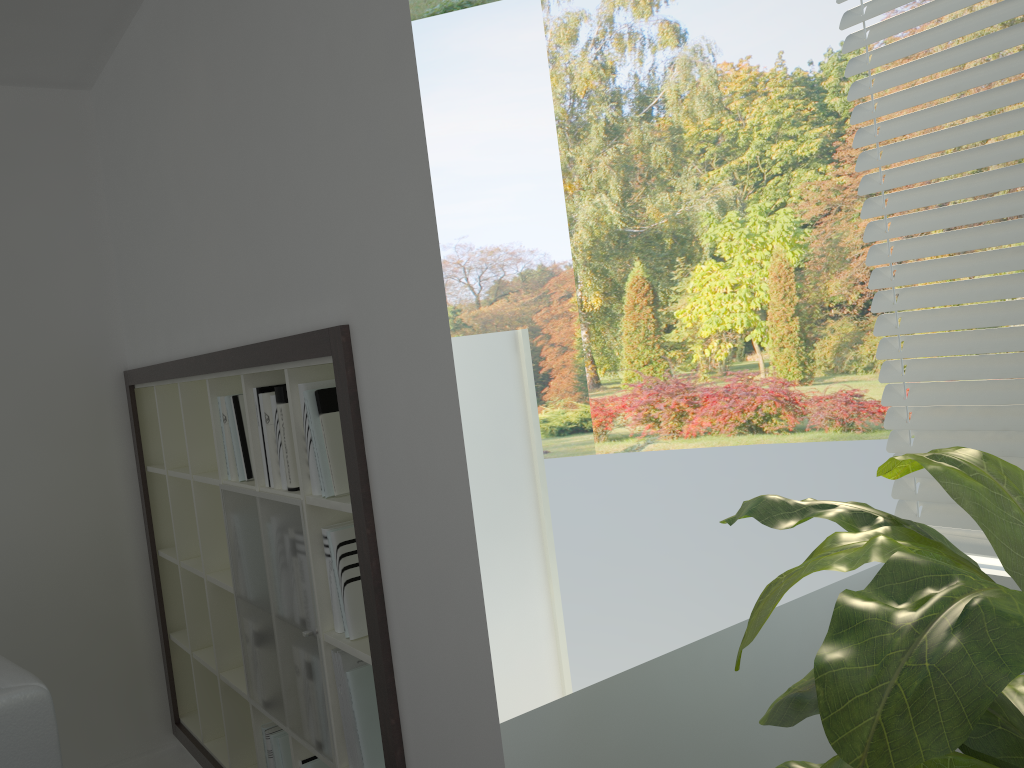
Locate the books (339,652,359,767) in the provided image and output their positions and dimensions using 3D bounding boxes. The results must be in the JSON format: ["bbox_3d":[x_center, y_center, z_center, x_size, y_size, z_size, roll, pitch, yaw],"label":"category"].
[{"bbox_3d":[-0.309,0.791,2.208,0.212,0.297,0.032,-8,2,-35],"label":"books"}]

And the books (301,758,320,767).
[{"bbox_3d":[-0.473,1.168,2.505,0.208,0.257,0.058,-8,2,-34],"label":"books"}]

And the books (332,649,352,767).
[{"bbox_3d":[-0.333,0.792,2.245,0.211,0.297,0.032,-8,2,-35],"label":"books"}]

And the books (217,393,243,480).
[{"bbox_3d":[-0.802,0.154,2.779,0.208,0.258,0.040,-8,2,-34],"label":"books"}]

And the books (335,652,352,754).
[{"bbox_3d":[-0.324,0.792,2.231,0.211,0.297,0.032,-8,2,-35],"label":"books"}]

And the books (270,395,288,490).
[{"bbox_3d":[-0.536,0.142,2.400,0.208,0.251,0.040,-8,2,-35],"label":"books"}]

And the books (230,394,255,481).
[{"bbox_3d":[-0.727,0.149,2.686,0.208,0.257,0.058,-8,2,-35],"label":"books"}]

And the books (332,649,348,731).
[{"bbox_3d":[-0.327,0.789,2.236,0.219,0.302,0.032,-8,2,-35],"label":"books"}]

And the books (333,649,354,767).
[{"bbox_3d":[-0.330,0.792,2.240,0.211,0.297,0.032,-8,2,-35],"label":"books"}]

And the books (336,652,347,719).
[{"bbox_3d":[-0.321,0.791,2.227,0.211,0.297,0.032,-8,2,-35],"label":"books"}]

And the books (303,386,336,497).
[{"bbox_3d":[-0.392,0.131,2.184,0.208,0.259,0.060,-8,2,-35],"label":"books"}]

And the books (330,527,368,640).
[{"bbox_3d":[-0.324,0.467,2.167,0.208,0.259,0.060,-8,2,-35],"label":"books"}]

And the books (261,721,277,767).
[{"bbox_3d":[-0.675,1.179,2.809,0.208,0.258,0.040,-8,2,-34],"label":"books"}]

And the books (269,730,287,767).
[{"bbox_3d":[-0.622,1.174,2.728,0.208,0.259,0.060,-8,2,-35],"label":"books"}]

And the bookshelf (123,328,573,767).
[{"bbox_3d":[-0.678,0.624,2.886,0.502,1.495,2.099,-8,3,-35],"label":"bookshelf"}]

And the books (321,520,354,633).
[{"bbox_3d":[-0.364,0.469,2.234,0.208,0.258,0.040,-8,2,-35],"label":"books"}]

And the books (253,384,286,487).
[{"bbox_3d":[-0.610,0.134,2.502,0.208,0.275,0.040,-8,2,-34],"label":"books"}]

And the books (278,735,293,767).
[{"bbox_3d":[-0.588,1.171,2.699,0.208,0.257,0.058,-8,2,-35],"label":"books"}]

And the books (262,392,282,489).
[{"bbox_3d":[-0.566,0.141,2.430,0.208,0.258,0.040,-8,2,-35],"label":"books"}]

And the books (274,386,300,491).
[{"bbox_3d":[-0.510,0.130,2.356,0.208,0.272,0.053,-8,2,-34],"label":"books"}]

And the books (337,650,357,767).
[{"bbox_3d":[-0.319,0.789,2.221,0.217,0.301,0.032,-8,2,-35],"label":"books"}]

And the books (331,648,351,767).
[{"bbox_3d":[-0.337,0.792,2.249,0.212,0.297,0.032,-8,2,-35],"label":"books"}]

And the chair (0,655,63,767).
[{"bbox_3d":[-1.746,1.163,2.141,0.945,0.816,1.154,-9,3,-44],"label":"chair"}]

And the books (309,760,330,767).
[{"bbox_3d":[-0.450,1.163,2.500,0.208,0.257,0.058,-8,2,-35],"label":"books"}]

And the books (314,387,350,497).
[{"bbox_3d":[-0.358,0.128,2.155,0.208,0.257,0.058,-8,2,-35],"label":"books"}]

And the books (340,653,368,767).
[{"bbox_3d":[-0.305,0.791,2.204,0.211,0.297,0.032,-8,2,-35],"label":"books"}]

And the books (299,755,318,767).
[{"bbox_3d":[-0.485,1.166,2.529,0.208,0.259,0.060,-8,2,-35],"label":"books"}]

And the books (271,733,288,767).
[{"bbox_3d":[-0.611,1.176,2.704,0.208,0.257,0.058,-8,2,-34],"label":"books"}]

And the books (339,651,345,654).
[{"bbox_3d":[-0.309,0.788,2.215,0.214,0.299,0.032,-8,2,-35],"label":"books"}]

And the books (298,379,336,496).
[{"bbox_3d":[-0.418,0.123,2.225,0.208,0.275,0.040,-8,2,-35],"label":"books"}]

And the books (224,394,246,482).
[{"bbox_3d":[-0.749,0.151,2.699,0.208,0.259,0.060,-8,2,-34],"label":"books"}]

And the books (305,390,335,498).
[{"bbox_3d":[-0.381,0.132,2.160,0.208,0.257,0.058,-8,2,-34],"label":"books"}]

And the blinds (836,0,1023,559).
[{"bbox_3d":[1.839,-1.758,0.521,1.220,4.263,3.918,-8,2,-16],"label":"blinds"}]

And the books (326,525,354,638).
[{"bbox_3d":[-0.338,0.468,2.189,0.208,0.259,0.060,-8,2,-34],"label":"books"}]

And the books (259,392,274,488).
[{"bbox_3d":[-0.585,0.141,2.468,0.208,0.258,0.040,-8,2,-35],"label":"books"}]

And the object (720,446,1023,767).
[{"bbox_3d":[0.808,0.698,1.175,1.120,1.198,1.027,-6,3,34],"label":"object"}]

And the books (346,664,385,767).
[{"bbox_3d":[-0.289,0.807,2.186,0.208,0.259,0.060,-8,2,-35],"label":"books"}]

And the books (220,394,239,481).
[{"bbox_3d":[-0.779,0.153,2.738,0.208,0.258,0.040,-8,2,-35],"label":"books"}]

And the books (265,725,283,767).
[{"bbox_3d":[-0.652,1.178,2.768,0.208,0.258,0.040,-8,2,-35],"label":"books"}]

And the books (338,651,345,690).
[{"bbox_3d":[-0.312,0.788,2.219,0.214,0.299,0.032,-8,2,-35],"label":"books"}]
